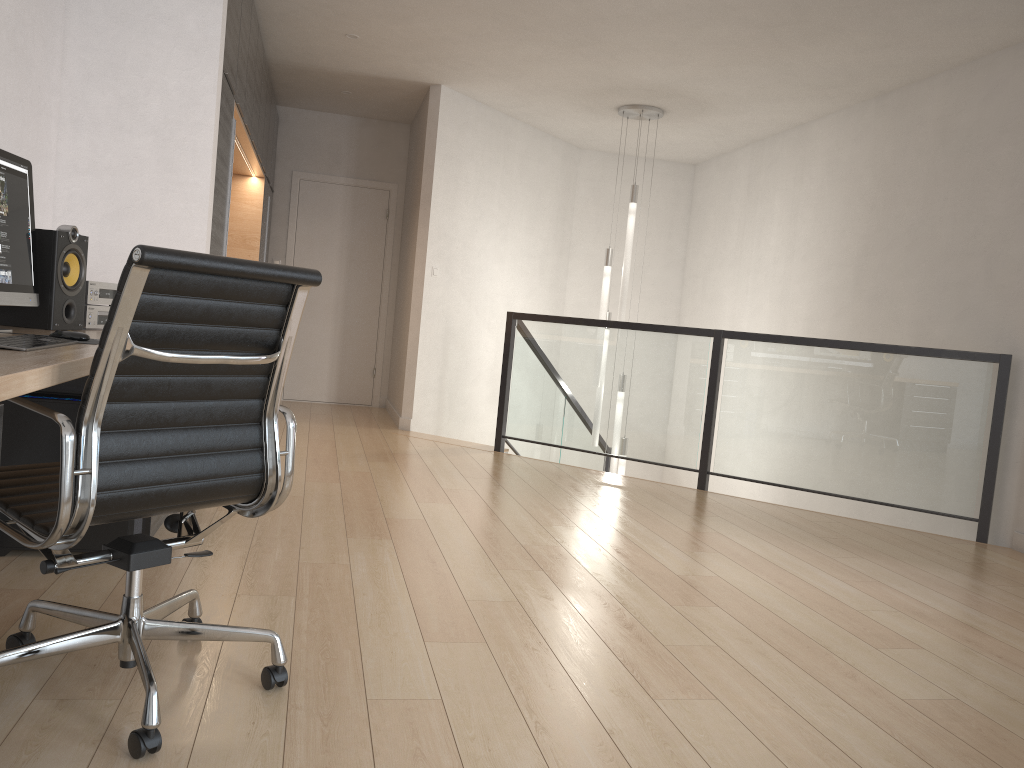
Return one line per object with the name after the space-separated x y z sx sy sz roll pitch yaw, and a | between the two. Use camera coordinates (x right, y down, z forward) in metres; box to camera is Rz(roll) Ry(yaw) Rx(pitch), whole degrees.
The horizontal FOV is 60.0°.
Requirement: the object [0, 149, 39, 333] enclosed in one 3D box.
-1.530 -0.419 2.500 0.190 0.535 0.716 5 4 -8 | object

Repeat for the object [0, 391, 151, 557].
-1.485 0.308 3.023 0.474 0.527 0.215 5 4 -13 | object

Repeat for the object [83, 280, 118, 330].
-1.611 -0.298 3.272 0.270 0.174 0.285 6 4 2 | object

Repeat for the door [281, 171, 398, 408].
-1.652 -0.870 8.357 0.974 2.136 0.085 5 4 -13 | door

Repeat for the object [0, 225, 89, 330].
-1.606 -0.369 3.000 0.249 0.354 0.198 6 4 2 | object

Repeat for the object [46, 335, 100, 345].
-1.259 -0.126 2.516 0.200 0.002 0.250 5 4 -13 | object

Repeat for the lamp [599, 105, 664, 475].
0.944 -1.320 7.114 0.359 6.725 0.359 7 4 24 | lamp

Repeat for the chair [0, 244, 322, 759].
-0.862 0.202 1.981 0.699 0.991 0.664 8 5 38 | chair

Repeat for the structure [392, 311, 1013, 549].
1.469 1.768 6.947 4.190 4.339 2.823 8 4 32 | structure
